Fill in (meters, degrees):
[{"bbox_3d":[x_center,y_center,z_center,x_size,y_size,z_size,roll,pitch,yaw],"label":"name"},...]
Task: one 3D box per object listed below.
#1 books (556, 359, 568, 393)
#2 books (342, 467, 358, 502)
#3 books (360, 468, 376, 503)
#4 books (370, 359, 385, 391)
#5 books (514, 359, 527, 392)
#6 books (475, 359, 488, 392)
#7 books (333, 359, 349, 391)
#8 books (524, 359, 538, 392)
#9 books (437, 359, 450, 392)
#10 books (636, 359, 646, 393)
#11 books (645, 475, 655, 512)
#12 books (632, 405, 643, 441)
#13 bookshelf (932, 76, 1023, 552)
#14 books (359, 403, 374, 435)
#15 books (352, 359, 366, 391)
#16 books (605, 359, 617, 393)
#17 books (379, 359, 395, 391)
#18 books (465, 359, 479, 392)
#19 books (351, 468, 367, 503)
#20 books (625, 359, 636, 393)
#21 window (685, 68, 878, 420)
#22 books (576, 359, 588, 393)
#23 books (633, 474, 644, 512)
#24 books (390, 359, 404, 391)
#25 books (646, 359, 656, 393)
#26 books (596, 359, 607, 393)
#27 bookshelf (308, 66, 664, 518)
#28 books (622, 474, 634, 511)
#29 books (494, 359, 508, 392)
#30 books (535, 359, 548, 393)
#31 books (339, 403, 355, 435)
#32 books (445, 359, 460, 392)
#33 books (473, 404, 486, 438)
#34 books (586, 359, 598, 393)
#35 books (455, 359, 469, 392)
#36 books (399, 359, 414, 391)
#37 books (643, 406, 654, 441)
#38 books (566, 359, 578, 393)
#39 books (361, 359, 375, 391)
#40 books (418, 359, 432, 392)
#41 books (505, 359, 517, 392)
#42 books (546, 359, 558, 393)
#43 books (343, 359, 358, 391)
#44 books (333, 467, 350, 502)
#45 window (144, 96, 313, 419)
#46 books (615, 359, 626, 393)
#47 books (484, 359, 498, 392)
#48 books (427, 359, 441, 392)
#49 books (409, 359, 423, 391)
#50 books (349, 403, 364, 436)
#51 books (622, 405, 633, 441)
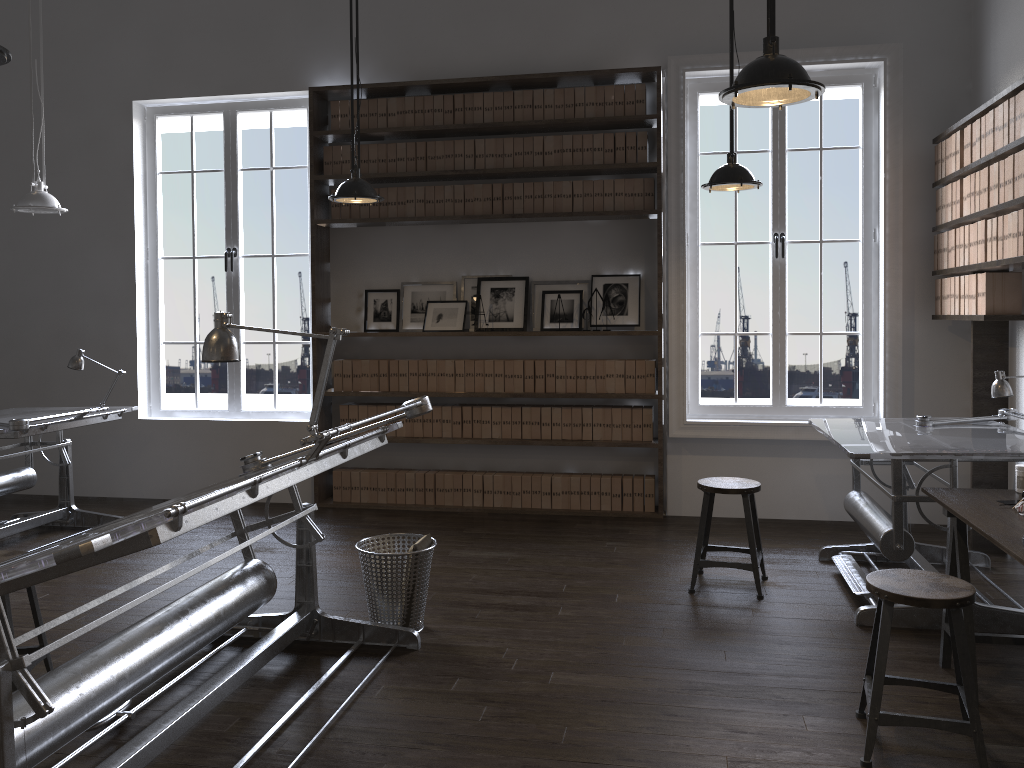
[{"bbox_3d":[0.350,-0.056,6.172,0.067,0.225,0.175,0,3,11],"label":"books"},{"bbox_3d":[-1.183,0.737,6.486,0.067,0.225,0.175,0,3,11],"label":"books"},{"bbox_3d":[-1.043,0.738,6.457,0.067,0.225,0.175,0,3,11],"label":"books"},{"bbox_3d":[-0.971,-0.064,6.426,0.067,0.225,0.175,0,3,11],"label":"books"},{"bbox_3d":[0.060,-0.058,6.229,0.067,0.225,0.175,0,3,11],"label":"books"},{"bbox_3d":[-0.213,-0.060,6.284,0.067,0.225,0.175,0,3,11],"label":"books"},{"bbox_3d":[-1.241,-0.066,6.473,0.067,0.225,0.175,0,3,11],"label":"books"},{"bbox_3d":[0.135,-0.058,6.218,0.067,0.225,0.175,0,3,11],"label":"books"},{"bbox_3d":[-0.484,-0.062,6.332,0.067,0.225,0.175,0,3,11],"label":"books"},{"bbox_3d":[0.887,-0.053,6.077,0.067,0.225,0.175,0,3,11],"label":"books"},{"bbox_3d":[0.948,0.750,6.083,0.067,0.225,0.175,0,3,11],"label":"books"},{"bbox_3d":[0.865,0.268,6.088,0.067,0.225,0.175,0,3,11],"label":"books"},{"bbox_3d":[1.966,0.386,1.012,0.373,3.200,9.199,0,4,11],"label":"bookshelf"},{"bbox_3d":[-1.054,0.257,6.447,0.067,0.225,0.175,0,3,11],"label":"books"},{"bbox_3d":[-1.099,-0.065,6.443,0.067,0.225,0.175,0,3,11],"label":"books"},{"bbox_3d":[0.683,-0.054,6.111,0.067,0.225,0.175,0,3,11],"label":"books"},{"bbox_3d":[-0.899,-0.064,6.407,0.067,0.225,0.175,0,3,11],"label":"books"},{"bbox_3d":[-0.282,-0.060,6.295,0.067,0.225,0.175,0,3,11],"label":"books"},{"bbox_3d":[-1.115,0.738,6.469,0.067,0.225,0.175,0,3,11],"label":"books"},{"bbox_3d":[0.818,-0.054,6.088,0.067,0.225,0.175,0,3,11],"label":"books"},{"bbox_3d":[1.765,-0.890,5.856,1.244,2.306,0.153,0,1,11],"label":"window"},{"bbox_3d":[0.490,-0.056,6.150,0.067,0.225,0.175,0,3,11],"label":"books"},{"bbox_3d":[0.874,0.749,6.099,0.067,0.225,0.175,0,3,11],"label":"books"},{"bbox_3d":[-0.825,-0.064,6.399,0.067,0.225,0.175,0,3,11],"label":"books"},{"bbox_3d":[0.950,-0.052,6.058,0.067,0.225,0.175,0,3,11],"label":"books"},{"bbox_3d":[0.622,-0.055,6.124,0.067,0.225,0.175,0,3,11],"label":"books"},{"bbox_3d":[-0.178,-0.260,6.312,2.473,3.718,0.413,0,1,11],"label":"bookshelf"},{"bbox_3d":[0.800,0.749,6.108,0.067,0.225,0.175,0,3,11],"label":"books"},{"bbox_3d":[-0.074,-0.059,6.250,0.067,0.225,0.175,0,3,11],"label":"books"},{"bbox_3d":[0.206,-0.057,6.199,0.067,0.225,0.175,0,3,11],"label":"books"},{"bbox_3d":[-1.197,0.256,6.470,0.067,0.225,0.175,0,3,11],"label":"books"},{"bbox_3d":[-0.422,-0.061,6.319,0.067,0.225,0.175,0,3,11],"label":"books"},{"bbox_3d":[-0.227,0.262,6.294,0.067,0.225,0.175,0,3,11],"label":"books"},{"bbox_3d":[0.556,-0.055,6.132,0.067,0.225,0.175,0,3,11],"label":"books"},{"bbox_3d":[-0.352,-0.060,6.304,0.067,0.225,0.175,0,3,11],"label":"books"},{"bbox_3d":[-0.756,-0.063,6.381,0.067,0.225,0.175,0,3,11],"label":"books"},{"bbox_3d":[0.933,0.269,6.071,0.067,0.225,0.175,0,3,11],"label":"books"},{"bbox_3d":[0.421,-0.056,6.163,0.067,0.225,0.175,0,3,11],"label":"books"},{"bbox_3d":[-1.036,-0.065,6.436,0.067,0.225,0.175,0,3,11],"label":"books"},{"bbox_3d":[-0.615,-0.062,6.359,0.067,0.225,0.175,0,3,11],"label":"books"},{"bbox_3d":[-0.003,-0.058,6.237,0.067,0.225,0.175,0,3,11],"label":"books"},{"bbox_3d":[0.281,-0.057,6.190,0.067,0.225,0.175,0,3,11],"label":"books"},{"bbox_3d":[-1.170,-0.065,6.457,0.067,0.225,0.175,0,3,11],"label":"books"},{"bbox_3d":[-1.251,0.737,6.500,0.067,0.225,0.175,0,3,11],"label":"books"},{"bbox_3d":[-2.108,-0.915,6.708,1.482,2.494,0.153,0,1,11],"label":"window"},{"bbox_3d":[0.748,-0.054,6.097,0.067,0.225,0.175,0,3,11],"label":"books"},{"bbox_3d":[-0.145,-0.059,6.267,0.067,0.225,0.175,0,3,11],"label":"books"},{"bbox_3d":[-0.550,-0.061,6.340,0.067,0.225,0.175,0,3,11],"label":"books"},{"bbox_3d":[-0.685,-0.063,6.372,0.067,0.225,0.175,0,3,11],"label":"books"},{"bbox_3d":[-1.126,0.257,6.457,0.067,0.225,0.175,0,3,11],"label":"books"},{"bbox_3d":[0.795,0.268,6.101,0.067,0.225,0.175,0,3,11],"label":"books"}]
